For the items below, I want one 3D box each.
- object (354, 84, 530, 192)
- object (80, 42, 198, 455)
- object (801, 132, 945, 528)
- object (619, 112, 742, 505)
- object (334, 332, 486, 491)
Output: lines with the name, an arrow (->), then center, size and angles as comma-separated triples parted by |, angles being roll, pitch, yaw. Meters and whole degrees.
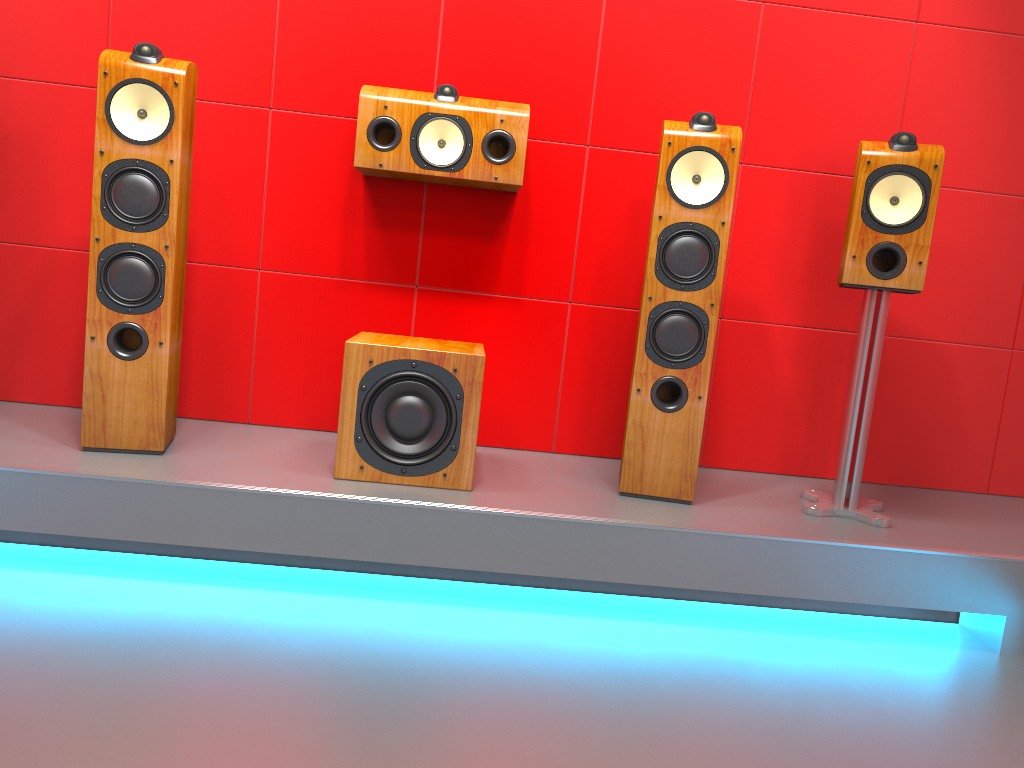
object -> -0.206, -0.753, 2.677 | 0.493, 0.271, 0.235 | 6, 7, -4
object -> -0.991, -0.352, 2.365 | 0.203, 1.052, 0.238 | 4, 7, -14
object -> 1.010, -0.156, 2.491 | 0.231, 1.058, 0.265 | 8, 7, 16
object -> 0.463, -0.210, 2.479 | 0.203, 1.052, 0.238 | 7, 7, 6
object -> -0.273, 0.064, 2.452 | 0.360, 0.360, 0.360 | 6, 7, -4
